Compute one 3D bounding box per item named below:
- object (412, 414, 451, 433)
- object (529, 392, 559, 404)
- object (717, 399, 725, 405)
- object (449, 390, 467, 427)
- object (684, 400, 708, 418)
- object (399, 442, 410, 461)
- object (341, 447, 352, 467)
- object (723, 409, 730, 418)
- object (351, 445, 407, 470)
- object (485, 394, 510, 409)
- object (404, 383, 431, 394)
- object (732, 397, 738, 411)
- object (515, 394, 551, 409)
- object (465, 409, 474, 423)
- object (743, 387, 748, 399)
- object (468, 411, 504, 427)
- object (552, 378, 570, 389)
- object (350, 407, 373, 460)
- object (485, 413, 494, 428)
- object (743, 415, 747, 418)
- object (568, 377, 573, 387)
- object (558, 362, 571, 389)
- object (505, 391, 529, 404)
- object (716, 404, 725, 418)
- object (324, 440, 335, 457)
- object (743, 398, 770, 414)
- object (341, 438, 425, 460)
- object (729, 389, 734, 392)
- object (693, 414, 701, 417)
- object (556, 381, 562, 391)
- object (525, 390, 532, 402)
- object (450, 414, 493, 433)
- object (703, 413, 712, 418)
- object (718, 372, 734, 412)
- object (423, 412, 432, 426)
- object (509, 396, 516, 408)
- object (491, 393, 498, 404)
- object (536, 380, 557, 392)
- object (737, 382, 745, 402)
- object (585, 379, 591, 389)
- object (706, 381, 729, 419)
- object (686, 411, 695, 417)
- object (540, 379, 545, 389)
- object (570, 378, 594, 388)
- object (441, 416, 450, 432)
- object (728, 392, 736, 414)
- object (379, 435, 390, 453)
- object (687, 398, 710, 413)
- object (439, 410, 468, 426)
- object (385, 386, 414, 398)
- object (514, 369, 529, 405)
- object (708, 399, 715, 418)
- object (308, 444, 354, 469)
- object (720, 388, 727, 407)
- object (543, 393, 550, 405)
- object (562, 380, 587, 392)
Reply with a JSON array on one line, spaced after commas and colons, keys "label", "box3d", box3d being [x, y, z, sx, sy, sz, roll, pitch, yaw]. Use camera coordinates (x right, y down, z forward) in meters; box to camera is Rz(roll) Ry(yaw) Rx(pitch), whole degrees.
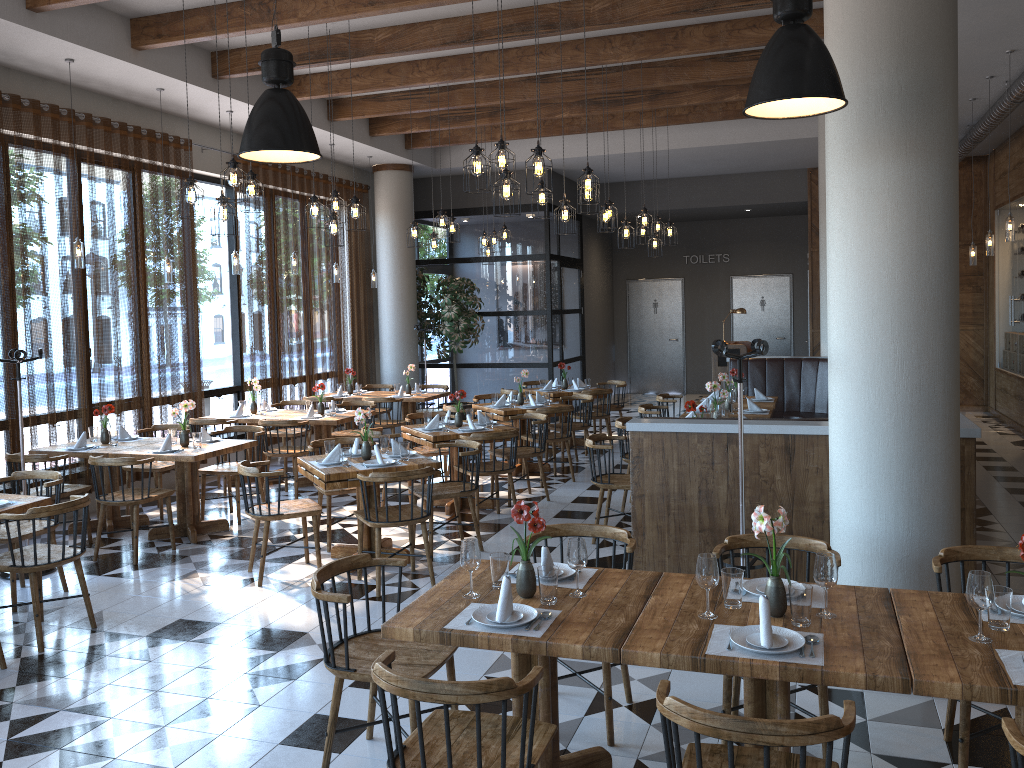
[{"label": "object", "box3d": [-0.735, 0.350, 8.173, 0.272, 0.137, 0.352, -4, 5, -26]}, {"label": "object", "box3d": [0.341, 0.150, 10.174, 0.272, 0.137, 0.352, -4, 5, -26]}, {"label": "object", "box3d": [2.078, 0.221, 8.818, 0.080, 0.132, 0.080, -1, 3, 4]}, {"label": "object", "box3d": [-0.500, 0.228, 8.250, 0.156, 0.354, 0.171, -2, 3, -16]}, {"label": "object", "box3d": [1.414, 0.298, 6.820, 0.171, 0.354, 0.156, 0, 3, 22]}, {"label": "object", "box3d": [-0.788, 0.496, 6.513, 0.080, 0.132, 0.080, -2, 3, -16]}, {"label": "object", "box3d": [-1.178, 0.524, 6.309, 0.080, 0.132, 0.080, -2, 3, -6]}, {"label": "object", "box3d": [1.917, 0.299, 7.958, 0.080, 0.132, 0.080, 0, 3, 19]}, {"label": "object", "box3d": [-0.960, 0.511, 6.359, 0.352, 0.137, 0.273, -4, 5, -26]}, {"label": "object", "box3d": [-0.135, 0.184, 9.935, 0.272, 0.137, 0.352, -4, 5, -26]}, {"label": "object", "box3d": [-1.265, 0.048, 11.888, 0.352, 0.137, 0.272, 0, 5, 19]}, {"label": "object", "box3d": [2.273, 0.201, 8.999, 0.080, 0.132, 0.080, 0, 3, 19]}, {"label": "object", "box3d": [0.225, 0.184, 9.815, 0.352, 0.137, 0.273, -4, 5, -26]}, {"label": "object", "box3d": [-0.409, 0.309, 8.588, 0.080, 0.132, 0.080, 0, 3, 24]}, {"label": "object", "box3d": [2.631, 0.102, 10.042, 0.080, 0.132, 0.080, 0, 3, 19]}, {"label": "object", "box3d": [-0.260, 0.317, 8.412, 0.272, 0.137, 0.352, -4, 5, -26]}, {"label": "object", "box3d": [0.588, -0.018, 12.075, 0.352, 0.137, 0.273, -4, 5, -26]}, {"label": "object", "box3d": [-1.104, 0.366, 6.569, 0.206, 0.399, 0.146, 1, 4, 39]}, {"label": "object", "box3d": [-0.208, 0.336, 8.206, 0.080, 0.132, 0.080, 0, 3, 24]}, {"label": "object", "box3d": [2.056, 0.310, 7.758, 0.272, 0.137, 0.353, 0, 5, 19]}, {"label": "object", "box3d": [0.802, -0.026, 12.123, 0.080, 0.132, 0.080, 1, 4, 44]}, {"label": "object", "box3d": [0.698, -0.113, 11.864, 0.156, 0.354, 0.171, -3, 3, -24]}, {"label": "object", "box3d": [-0.019, 0.150, 10.294, 0.352, 0.137, 0.273, -4, 5, -26]}, {"label": "object", "box3d": [1.803, 0.286, 7.661, 0.081, 0.215, 0.081, -2, 3, -18]}, {"label": "object", "box3d": [-1.379, 0.496, 6.702, 0.080, 0.132, 0.080, -2, 3, -6]}, {"label": "object", "box3d": [2.415, 0.211, 8.806, 0.272, 0.137, 0.353, 0, 5, 19]}, {"label": "object", "box3d": [-1.033, 0.480, 6.751, 0.582, 0.137, 0.578, -4, 5, -26]}, {"label": "object", "box3d": [2.436, 0.123, 9.861, 0.080, 0.132, 0.080, -1, 3, 4]}, {"label": "object", "box3d": [1.461, 0.352, 7.000, 0.081, 0.215, 0.081, 0, 3, 27]}, {"label": "object", "box3d": [0.613, 0.029, 11.538, 0.080, 0.132, 0.080, 1, 4, 34]}, {"label": "object", "box3d": [0.192, 0.142, 10.344, 0.080, 0.132, 0.080, 1, 4, 34]}, {"label": "object", "box3d": [-0.376, 0.351, 8.053, 0.352, 0.137, 0.273, -4, 5, -26]}, {"label": "object", "box3d": [1.713, 0.322, 7.752, 0.080, 0.132, 0.080, 0, 3, 24]}, {"label": "object", "box3d": [2.151, 0.078, 8.908, 0.146, 0.399, 0.207, 0, 3, 27]}, {"label": "object", "box3d": [-0.799, 0.336, 8.395, 0.080, 0.132, 0.080, 0, 3, 24]}, {"label": "object", "box3d": [0.004, 0.198, 9.758, 0.080, 0.132, 0.080, 1, 4, 34]}, {"label": "object", "box3d": [-0.197, 0.169, 10.152, 0.080, 0.132, 0.080, 1, 4, 34]}, {"label": "object", "box3d": [0.472, 0.015, 11.716, 0.272, 0.137, 0.352, -4, 5, -26]}, {"label": "object", "box3d": [2.517, 0.089, 9.745, 0.081, 0.215, 0.081, -4, 4, -40]}, {"label": "object", "box3d": [1.003, 0.001, 11.742, 0.080, 0.132, 0.080, 1, 4, 44]}, {"label": "object", "box3d": [1.821, 0.176, 7.862, 0.206, 0.399, 0.146, 0, 3, 21]}, {"label": "object", "box3d": [1.562, 0.308, 7.937, 0.272, 0.137, 0.353, 0, 5, 19]}, {"label": "object", "box3d": [0.412, 0.001, 11.931, 0.080, 0.132, 0.080, -2, 3, -6]}, {"label": "object", "box3d": [0.948, -0.018, 11.955, 0.272, 0.137, 0.352, -4, 5, -26]}, {"label": "object", "box3d": [-0.598, 0.364, 8.002, 0.080, 0.132, 0.080, 1, 4, 34]}, {"label": "object", "box3d": [2.160, 0.188, 8.701, 0.081, 0.215, 0.081, -4, 4, -40]}, {"label": "object", "box3d": [-0.989, 0.469, 6.895, 0.080, 0.132, 0.080, -2, 3, -16]}, {"label": "object", "box3d": [1.921, 0.209, 8.985, 0.272, 0.137, 0.353, 0, 5, 19]}, {"label": "object", "box3d": [-0.619, 0.317, 8.532, 0.352, 0.137, 0.273, -4, 5, -26]}, {"label": "object", "box3d": [-1.432, 0.095, 11.383, 0.352, 0.137, 0.272, 0, 5, 19]}, {"label": "object", "box3d": [0.115, 0.037, 10.032, 0.146, 0.399, 0.207, 0, 3, 31]}, {"label": "object", "box3d": [1.825, 0.251, 8.062, 0.081, 0.215, 0.081, -2, 3, -18]}, {"label": "object", "box3d": [-1.319, 0.511, 6.479, 0.272, 0.137, 0.352, -4, 5, -26]}, {"label": "object", "box3d": [2.172, 0.155, 9.076, 0.081, 0.215, 0.081, -1, 3, 11]}, {"label": "object", "box3d": [0.393, 0.170, 9.963, 0.080, 0.132, 0.080, 1, 4, 34]}, {"label": "object", "box3d": [0.831, 0.016, 11.596, 0.352, 0.137, 0.273, -4, 5, -26]}]
